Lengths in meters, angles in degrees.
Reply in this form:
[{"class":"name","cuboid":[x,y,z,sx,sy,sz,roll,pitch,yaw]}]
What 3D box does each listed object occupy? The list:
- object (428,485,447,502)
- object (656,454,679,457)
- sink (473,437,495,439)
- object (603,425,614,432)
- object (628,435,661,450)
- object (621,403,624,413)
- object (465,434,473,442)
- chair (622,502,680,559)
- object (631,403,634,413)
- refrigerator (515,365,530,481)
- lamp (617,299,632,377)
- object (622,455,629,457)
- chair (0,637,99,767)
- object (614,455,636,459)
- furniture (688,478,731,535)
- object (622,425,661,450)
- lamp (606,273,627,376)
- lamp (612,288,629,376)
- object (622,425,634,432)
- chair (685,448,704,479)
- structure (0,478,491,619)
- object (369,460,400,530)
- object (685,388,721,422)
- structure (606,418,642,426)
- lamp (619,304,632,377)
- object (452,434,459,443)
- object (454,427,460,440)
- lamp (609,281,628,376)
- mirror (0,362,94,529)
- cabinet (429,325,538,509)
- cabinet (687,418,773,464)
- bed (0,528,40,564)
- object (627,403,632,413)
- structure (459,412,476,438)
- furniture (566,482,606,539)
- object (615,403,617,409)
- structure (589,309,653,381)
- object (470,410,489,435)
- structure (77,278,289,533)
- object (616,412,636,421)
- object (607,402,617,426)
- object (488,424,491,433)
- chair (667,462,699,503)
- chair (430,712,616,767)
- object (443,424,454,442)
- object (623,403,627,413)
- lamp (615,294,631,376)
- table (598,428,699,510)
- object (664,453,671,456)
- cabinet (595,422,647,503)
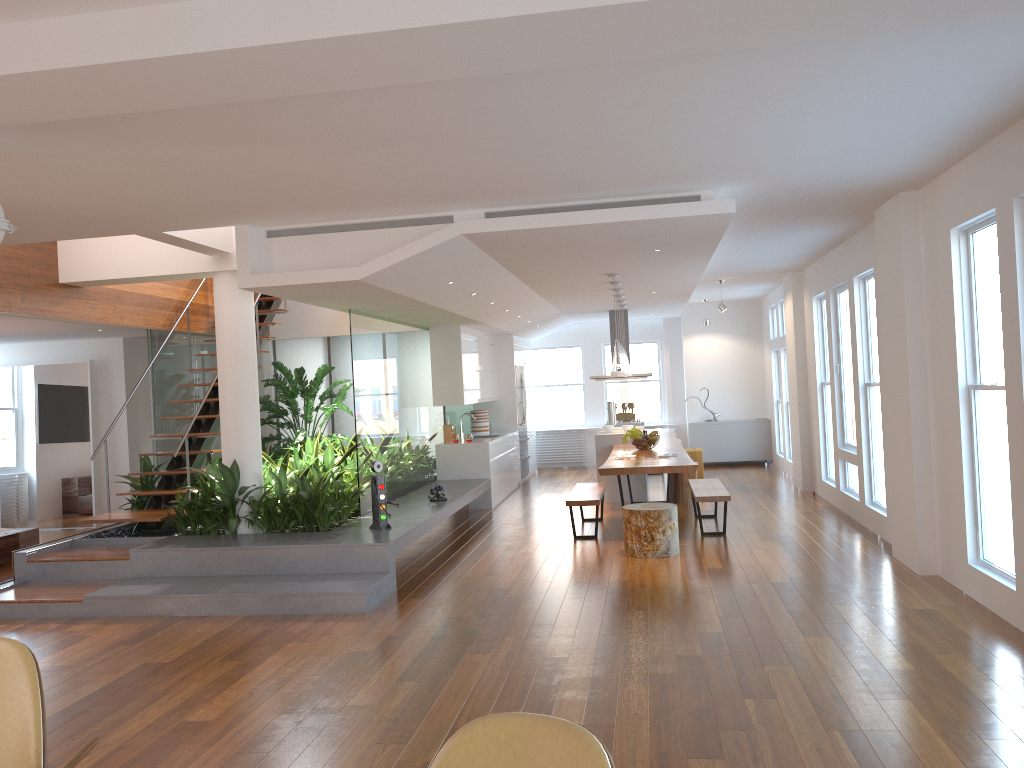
[{"class":"object","cuboid":[-0.764,1.100,8.954,0.216,0.155,0.181,-3,0,-27]},{"class":"object","cuboid":[1.549,0.714,8.820,0.222,0.020,0.222,-3,0,1]},{"class":"sink","cuboid":[-0.402,0.845,12.143,0.449,0.192,0.666,-3,0,9]},{"class":"object","cuboid":[1.238,0.577,11.374,0.152,0.082,0.152,-3,0,-42]},{"class":"object","cuboid":[1.477,0.657,9.865,0.360,0.159,0.360,-3,0,-28]},{"class":"object","cuboid":[1.718,0.439,13.658,0.061,0.299,0.040,-3,0,6]},{"class":"object","cuboid":[-0.542,0.676,11.118,0.094,0.106,0.094,-3,0,14]},{"class":"chair","cuboid":[1.184,1.241,7.558,0.460,0.400,0.460,-3,0,19]},{"class":"object","cuboid":[1.852,0.433,13.638,0.057,0.294,0.030,-3,0,9]},{"class":"refrigerator","cuboid":[-0.115,0.617,13.894,0.725,1.772,0.908,-3,0,9]},{"class":"lamp","cuboid":[1.442,-0.629,11.490,0.160,1.060,0.160,-3,0,36]},{"class":"object","cuboid":[1.139,0.730,8.930,0.070,0.030,0.079,-3,0,-28]},{"class":"chair","cuboid":[-1.610,1.215,2.536,0.856,0.752,0.867,-3,0,14]},{"class":"object","cuboid":[1.140,0.736,8.930,0.222,0.020,0.222,-3,0,-41]},{"class":"furniture","cuboid":[1.951,1.214,8.796,0.316,0.389,1.433,-3,0,9]},{"class":"object","cuboid":[1.451,0.596,9.883,0.394,0.284,0.292,-3,0,-27]},{"class":"lamp","cuboid":[1.009,-0.614,8.630,0.160,1.060,0.160,-3,0,36]},{"class":"lamp","cuboid":[1.226,-0.622,10.060,0.160,1.060,0.160,-3,0,36]},{"class":"object","cuboid":[1.466,0.564,11.214,0.152,0.082,0.152,-3,0,-31]},{"class":"chair","cuboid":[2.592,1.167,12.837,0.344,0.430,0.549,-3,0,13]},{"class":"structure","cuboid":[-2.094,1.440,8.980,3.088,0.386,5.584,-3,0,9]},{"class":"object","cuboid":[-1.048,0.909,7.261,0.318,0.565,0.134,-3,0,45]},{"class":"object","cuboid":[3.175,0.342,14.683,0.590,0.563,0.210,-3,0,-20]},{"class":"structure","cuboid":[1.669,0.564,13.205,0.520,0.073,0.650,-3,0,9]},{"class":"lamp","cuboid":[1.551,-0.633,12.205,0.160,1.060,0.160,-3,0,36]},{"class":"object","cuboid":[-0.714,0.685,11.191,0.094,0.106,0.094,-3,0,14]},{"class":"object","cuboid":[-0.764,0.661,11.723,0.100,0.170,0.173,-3,0,10]},{"class":"lamp","cuboid":[1.117,-0.618,9.345,0.160,1.060,0.160,-3,0,36]},{"class":"mirror","cuboid":[-5.857,0.783,11.101,1.267,2.044,0.049,-3,0,9]},{"class":"cabinet","cuboid":[-0.292,0.408,13.169,0.676,2.280,4.565,-3,0,9]},{"class":"cabinet","cuboid":[3.595,0.965,14.667,1.309,0.725,0.420,-3,0,9]},{"class":"bed","cuboid":[-6.175,1.533,8.207,2.314,0.595,2.207,-3,0,9]},{"class":"object","cuboid":[1.813,0.435,13.626,0.068,0.298,0.039,-3,0,9]},{"class":"structure","cuboid":[-0.600,0.658,12.201,0.248,0.536,0.115,-3,0,9]},{"class":"furniture","cuboid":[0.773,1.276,8.975,0.316,0.389,1.433,-3,0,9]},{"class":"object","cuboid":[1.601,0.445,13.676,0.055,0.299,0.027,-3,0,9]},{"class":"structure","cuboid":[1.598,-0.765,13.181,0.909,1.405,0.900,-3,0,9]},{"class":"object","cuboid":[-0.465,0.557,12.741,0.267,0.356,0.266,-3,0,34]},{"class":"structure","cuboid":[-2.313,-0.636,9.672,2.552,4.265,4.591,-3,0,9]},{"class":"object","cuboid":[1.720,0.519,13.648,0.353,0.157,0.084,-3,0,9]},{"class":"object","cuboid":[1.452,0.432,12.774,0.172,0.356,0.120,-3,0,-33]},{"class":"object","cuboid":[-0.437,0.639,13.127,0.284,0.196,0.265,-3,0,-39]},{"class":"chair","cuboid":[2.056,1.183,10.678,0.396,0.455,0.402,-3,0,-1]},{"class":"chair","cuboid":[-0.087,1.132,1.579,0.867,0.752,0.856,-3,0,-31]},{"class":"object","cuboid":[-0.816,0.637,11.480,0.104,0.222,0.200,-3,0,9]},{"class":"object","cuboid":[1.749,0.438,13.633,0.057,0.299,0.019,-3,0,9]},{"class":"lamp","cuboid":[1.334,-0.626,10.775,0.160,1.060,0.160,-3,0,36]},{"class":"table","cuboid":[1.678,1.073,10.864,0.893,0.704,5.996,-3,0,9]},{"class":"object","cuboid":[1.549,0.708,8.820,0.070,0.030,0.079,-3,0,-38]},{"class":"cabinet","cuboid":[1.553,1.020,12.295,0.597,0.832,2.936,-3,0,9]}]
